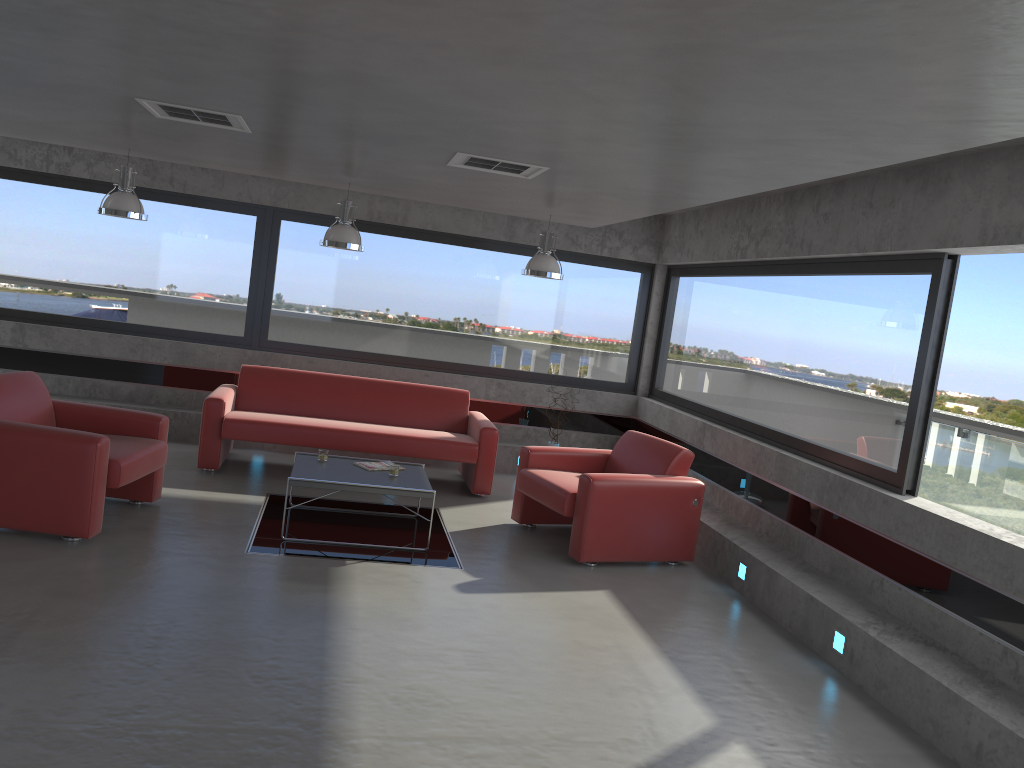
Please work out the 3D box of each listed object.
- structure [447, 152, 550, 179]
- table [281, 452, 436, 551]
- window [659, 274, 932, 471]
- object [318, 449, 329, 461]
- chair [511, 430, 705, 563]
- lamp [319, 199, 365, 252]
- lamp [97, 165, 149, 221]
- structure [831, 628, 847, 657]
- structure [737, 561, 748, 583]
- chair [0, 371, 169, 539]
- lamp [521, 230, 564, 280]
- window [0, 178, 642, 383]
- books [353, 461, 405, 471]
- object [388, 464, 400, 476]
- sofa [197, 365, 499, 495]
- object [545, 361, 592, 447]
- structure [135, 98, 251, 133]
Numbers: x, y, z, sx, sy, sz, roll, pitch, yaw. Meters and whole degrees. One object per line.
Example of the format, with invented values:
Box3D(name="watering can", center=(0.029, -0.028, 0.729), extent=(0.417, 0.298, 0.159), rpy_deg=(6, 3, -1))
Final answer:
Box3D(name="structure", center=(-0.084, -1.472, 5.521), extent=(0.563, 0.240, 0.563), rpy_deg=(7, 5, -11))
Box3D(name="table", center=(-1.144, 0.857, 6.604), extent=(1.018, 0.436, 0.994), rpy_deg=(7, 5, -11))
Box3D(name="window", center=(2.139, -0.325, 7.712), extent=(0.003, 1.364, 4.583), rpy_deg=(7, 5, -11))
Box3D(name="object", center=(-1.451, 0.548, 6.814), extent=(0.079, 0.077, 0.079), rpy_deg=(5, 6, -28))
Box3D(name="chair", center=(0.712, 0.819, 7.039), extent=(1.130, 0.854, 1.196), rpy_deg=(5, 6, -26))
Box3D(name="lamp", center=(-1.452, -1.387, 7.701), extent=(0.388, 0.422, 0.389), rpy_deg=(7, 5, -11))
Box3D(name="lamp", center=(-3.205, -1.593, 7.349), extent=(0.388, 0.422, 0.389), rpy_deg=(7, 5, -11))
Box3D(name="structure", center=(1.867, 1.475, 5.061), extent=(0.004, 0.123, 0.123), rpy_deg=(7, 5, -11))
Box3D(name="structure", center=(1.635, 1.331, 6.296), extent=(0.004, 0.123, 0.123), rpy_deg=(7, 5, -11))
Box3D(name="chair", center=(-2.997, 0.414, 5.941), extent=(1.130, 0.854, 1.196), rpy_deg=(8, 5, -1))
Box3D(name="lamp", center=(0.301, -1.180, 8.054), extent=(0.389, 0.422, 0.388), rpy_deg=(6, 6, -22))
Box3D(name="window", center=(-2.372, -1.086, 9.317), extent=(7.800, 1.364, 0.003), rpy_deg=(7, 5, -11))
Box3D(name="books", center=(-1.024, 0.631, 6.854), extent=(0.326, 0.022, 0.228), rpy_deg=(3, 7, -41))
Box3D(name="object", center=(-0.881, 0.643, 6.626), extent=(0.079, 0.077, 0.079), rpy_deg=(7, 5, -3))
Box3D(name="sofa", center=(-1.487, 0.401, 8.334), extent=(2.626, 0.854, 1.120), rpy_deg=(7, 5, -11))
Box3D(name="object", center=(0.493, 0.416, 9.126), extent=(0.466, 1.289, 0.531), rpy_deg=(8, 5, 1))
Box3D(name="structure", center=(-1.826, -1.677, 5.170), extent=(0.563, 0.240, 0.563), rpy_deg=(7, 5, -11))
